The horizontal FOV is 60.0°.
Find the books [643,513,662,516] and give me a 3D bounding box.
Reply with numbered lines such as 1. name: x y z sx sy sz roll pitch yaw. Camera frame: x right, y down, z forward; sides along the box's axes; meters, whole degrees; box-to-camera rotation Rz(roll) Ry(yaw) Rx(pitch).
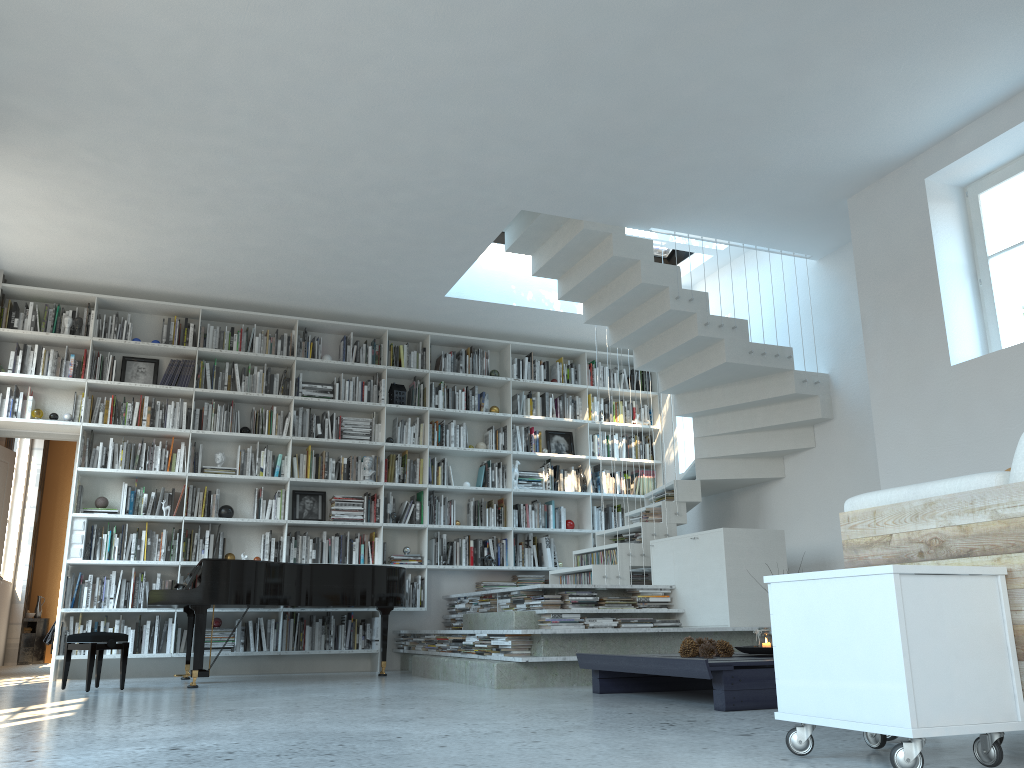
1. books: 1.258 1.106 7.502 0.295 0.007 0.146 -3 -16 8

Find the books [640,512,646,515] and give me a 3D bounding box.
1. books: 1.236 1.134 7.769 0.166 0.017 0.191 5 -16 -19

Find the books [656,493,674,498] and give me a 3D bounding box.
1. books: 1.401 0.985 7.832 0.174 0.009 0.240 3 -16 -12

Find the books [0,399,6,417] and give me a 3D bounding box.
1. books: -4.147 0.229 7.236 0.029 0.184 0.135 5 -16 -21

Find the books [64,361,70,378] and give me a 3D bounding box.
1. books: -3.744 -0.088 7.475 0.031 0.182 0.151 5 -16 -21

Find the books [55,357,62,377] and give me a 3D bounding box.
1. books: -3.809 -0.108 7.454 0.028 0.211 0.139 5 -16 -21

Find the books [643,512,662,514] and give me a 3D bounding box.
1. books: 1.258 1.099 7.504 0.295 0.007 0.146 -4 -16 12

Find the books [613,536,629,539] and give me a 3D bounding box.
1. books: 1.024 1.379 7.937 0.161 0.012 0.195 6 -17 -24

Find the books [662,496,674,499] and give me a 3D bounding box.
1. books: 1.408 1.014 7.826 0.154 0.014 0.197 2 -16 -9

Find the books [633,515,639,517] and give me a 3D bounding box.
1. books: 1.210 1.197 8.043 0.157 0.014 0.180 6 -17 -23

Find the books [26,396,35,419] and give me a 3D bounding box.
1. books: -3.951 0.225 7.279 0.029 0.210 0.187 5 -16 -21

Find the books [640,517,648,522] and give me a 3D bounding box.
1. books: 1.241 1.179 7.743 0.178 0.035 0.222 4 -16 -17

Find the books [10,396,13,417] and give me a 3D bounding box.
1. books: -4.078 0.219 7.244 0.011 0.205 0.163 5 -16 -21

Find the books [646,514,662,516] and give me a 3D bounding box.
1. books: 1.261 1.119 7.515 0.232 0.011 0.172 -5 -16 14

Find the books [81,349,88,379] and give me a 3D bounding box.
1. books: -3.630 -0.132 7.528 0.014 0.293 0.173 5 -16 -21

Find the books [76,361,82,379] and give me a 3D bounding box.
1. books: -3.660 -0.085 7.500 0.026 0.187 0.154 5 -16 -21

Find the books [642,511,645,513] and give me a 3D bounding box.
1. books: 1.234 1.123 7.777 0.155 0.009 0.155 5 -17 -21

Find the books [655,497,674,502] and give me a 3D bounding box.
1. books: 1.397 1.024 7.821 0.187 0.009 0.261 3 -16 -12

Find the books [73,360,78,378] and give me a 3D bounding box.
1. books: -3.691 -0.087 7.504 0.029 0.195 0.146 5 -16 -21

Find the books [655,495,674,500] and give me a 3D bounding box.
1. books: 1.398 1.003 7.827 0.176 0.007 0.255 3 -16 -13

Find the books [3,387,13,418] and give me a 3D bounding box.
1. books: -4.117 0.181 7.243 0.022 0.280 0.157 5 -16 -21

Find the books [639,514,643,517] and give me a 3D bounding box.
1. books: 1.237 1.148 7.764 0.218 0.012 0.156 1 -15 -5

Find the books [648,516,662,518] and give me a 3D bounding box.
1. books: 1.258 1.134 7.495 0.214 0.014 0.138 -2 -15 5

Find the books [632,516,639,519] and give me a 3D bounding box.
1. books: 1.207 1.211 8.038 0.157 0.014 0.180 7 -17 -25

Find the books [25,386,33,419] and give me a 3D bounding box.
1. books: -3.976 0.184 7.294 0.013 0.298 0.179 5 -16 -21

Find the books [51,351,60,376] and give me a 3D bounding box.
1. books: -3.830 -0.134 7.432 0.030 0.250 0.166 5 -16 -21

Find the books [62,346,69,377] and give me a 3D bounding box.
1. books: -3.759 -0.152 7.469 0.012 0.302 0.189 5 -16 -21

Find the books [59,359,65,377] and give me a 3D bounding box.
1. books: -3.786 -0.097 7.470 0.029 0.197 0.144 5 -16 -21

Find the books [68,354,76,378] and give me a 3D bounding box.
1. books: -3.708 -0.113 7.473 0.029 0.228 0.191 5 -16 -21

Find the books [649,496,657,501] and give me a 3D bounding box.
1. books: 1.375 1.045 8.123 0.190 0.015 0.231 1 -16 -8

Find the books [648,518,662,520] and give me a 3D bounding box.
1. books: 1.261 1.150 7.505 0.222 0.011 0.180 -3 -16 9

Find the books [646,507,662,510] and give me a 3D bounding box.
1. books: 1.260 1.066 7.524 0.234 0.025 0.158 -5 -16 15

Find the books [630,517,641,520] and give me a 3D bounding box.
1. books: 1.197 1.222 8.031 0.173 0.011 0.204 7 -17 -26

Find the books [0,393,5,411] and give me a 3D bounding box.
1. books: -4.156 0.204 7.211 0.010 0.219 0.181 5 -16 -21

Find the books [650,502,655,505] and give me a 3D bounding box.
1. books: 1.379 1.087 8.113 0.171 0.011 0.232 2 -16 -11

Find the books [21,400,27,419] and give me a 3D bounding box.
1. books: -4.003 0.239 7.291 0.029 0.191 0.135 5 -16 -21

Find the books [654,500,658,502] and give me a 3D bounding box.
1. books: 1.381 1.078 8.115 0.162 0.008 0.290 0 -15 -3

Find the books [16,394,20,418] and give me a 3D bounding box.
1. books: -4.035 0.211 7.267 0.010 0.233 0.165 5 -16 -21

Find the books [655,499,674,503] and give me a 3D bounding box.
1. books: 1.389 1.035 7.817 0.191 0.014 0.244 2 -16 -9

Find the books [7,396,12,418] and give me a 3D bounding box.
1. books: -4.102 0.219 7.258 0.023 0.213 0.141 5 -16 -21

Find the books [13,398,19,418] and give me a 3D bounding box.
1. books: -4.048 0.228 7.250 0.024 0.192 0.181 5 -16 -21

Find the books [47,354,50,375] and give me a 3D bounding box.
1. books: -3.884 -0.121 7.441 0.011 0.230 0.135 5 -16 -21

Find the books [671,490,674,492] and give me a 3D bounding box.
1. books: 1.420 0.966 7.842 0.134 0.007 0.299 3 -16 -12

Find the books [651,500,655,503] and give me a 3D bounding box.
1. books: 1.381 1.071 8.117 0.168 0.005 0.293 0 -15 -4

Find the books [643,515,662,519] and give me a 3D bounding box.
1. books: 1.258 1.124 7.498 0.295 0.006 0.147 -4 -16 12

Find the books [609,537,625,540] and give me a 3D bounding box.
1. books: 1.005 1.386 7.928 0.198 0.006 0.189 7 -17 -25

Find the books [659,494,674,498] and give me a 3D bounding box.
1. books: 1.411 0.995 7.832 0.144 0.011 0.257 3 -16 -14

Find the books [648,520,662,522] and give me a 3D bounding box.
1. books: 1.262 1.168 7.503 0.215 0.013 0.190 -3 -16 10

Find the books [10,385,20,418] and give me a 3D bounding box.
1. books: -4.061 0.172 7.244 0.013 0.296 0.187 5 -16 -21

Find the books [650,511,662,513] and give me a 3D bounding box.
1. books: 1.261 1.093 7.524 0.184 0.016 0.179 -2 -15 6

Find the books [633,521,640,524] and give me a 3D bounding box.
1. books: 1.218 1.254 8.031 0.143 0.019 0.231 6 -17 -22

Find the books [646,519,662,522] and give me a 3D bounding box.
1. books: 1.264 1.162 7.515 0.254 0.007 0.189 -2 -15 5

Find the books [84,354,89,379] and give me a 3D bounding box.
1. books: -3.612 -0.114 7.548 0.037 0.268 0.113 5 -16 -21

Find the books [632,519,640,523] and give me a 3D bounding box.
1. books: 1.213 1.236 8.033 0.149 0.016 0.240 6 -17 -23

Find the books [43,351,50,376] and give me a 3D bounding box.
1. books: -3.888 -0.136 7.411 0.022 0.243 0.174 5 -16 -21

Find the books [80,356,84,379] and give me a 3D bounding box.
1. books: -3.647 -0.102 7.526 0.014 0.235 0.144 5 -16 -21

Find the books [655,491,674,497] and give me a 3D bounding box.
1. books: 1.392 0.974 7.833 0.191 0.013 0.244 2 -16 -11

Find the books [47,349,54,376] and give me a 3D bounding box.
1. books: -3.856 -0.141 7.424 0.025 0.260 0.167 5 -16 -21

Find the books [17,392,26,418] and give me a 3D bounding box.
1. books: -4.011 0.205 7.251 0.021 0.236 0.189 5 -16 -21

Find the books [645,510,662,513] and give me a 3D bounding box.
1. books: 1.258 1.079 7.512 0.254 0.005 0.161 -3 -16 10
